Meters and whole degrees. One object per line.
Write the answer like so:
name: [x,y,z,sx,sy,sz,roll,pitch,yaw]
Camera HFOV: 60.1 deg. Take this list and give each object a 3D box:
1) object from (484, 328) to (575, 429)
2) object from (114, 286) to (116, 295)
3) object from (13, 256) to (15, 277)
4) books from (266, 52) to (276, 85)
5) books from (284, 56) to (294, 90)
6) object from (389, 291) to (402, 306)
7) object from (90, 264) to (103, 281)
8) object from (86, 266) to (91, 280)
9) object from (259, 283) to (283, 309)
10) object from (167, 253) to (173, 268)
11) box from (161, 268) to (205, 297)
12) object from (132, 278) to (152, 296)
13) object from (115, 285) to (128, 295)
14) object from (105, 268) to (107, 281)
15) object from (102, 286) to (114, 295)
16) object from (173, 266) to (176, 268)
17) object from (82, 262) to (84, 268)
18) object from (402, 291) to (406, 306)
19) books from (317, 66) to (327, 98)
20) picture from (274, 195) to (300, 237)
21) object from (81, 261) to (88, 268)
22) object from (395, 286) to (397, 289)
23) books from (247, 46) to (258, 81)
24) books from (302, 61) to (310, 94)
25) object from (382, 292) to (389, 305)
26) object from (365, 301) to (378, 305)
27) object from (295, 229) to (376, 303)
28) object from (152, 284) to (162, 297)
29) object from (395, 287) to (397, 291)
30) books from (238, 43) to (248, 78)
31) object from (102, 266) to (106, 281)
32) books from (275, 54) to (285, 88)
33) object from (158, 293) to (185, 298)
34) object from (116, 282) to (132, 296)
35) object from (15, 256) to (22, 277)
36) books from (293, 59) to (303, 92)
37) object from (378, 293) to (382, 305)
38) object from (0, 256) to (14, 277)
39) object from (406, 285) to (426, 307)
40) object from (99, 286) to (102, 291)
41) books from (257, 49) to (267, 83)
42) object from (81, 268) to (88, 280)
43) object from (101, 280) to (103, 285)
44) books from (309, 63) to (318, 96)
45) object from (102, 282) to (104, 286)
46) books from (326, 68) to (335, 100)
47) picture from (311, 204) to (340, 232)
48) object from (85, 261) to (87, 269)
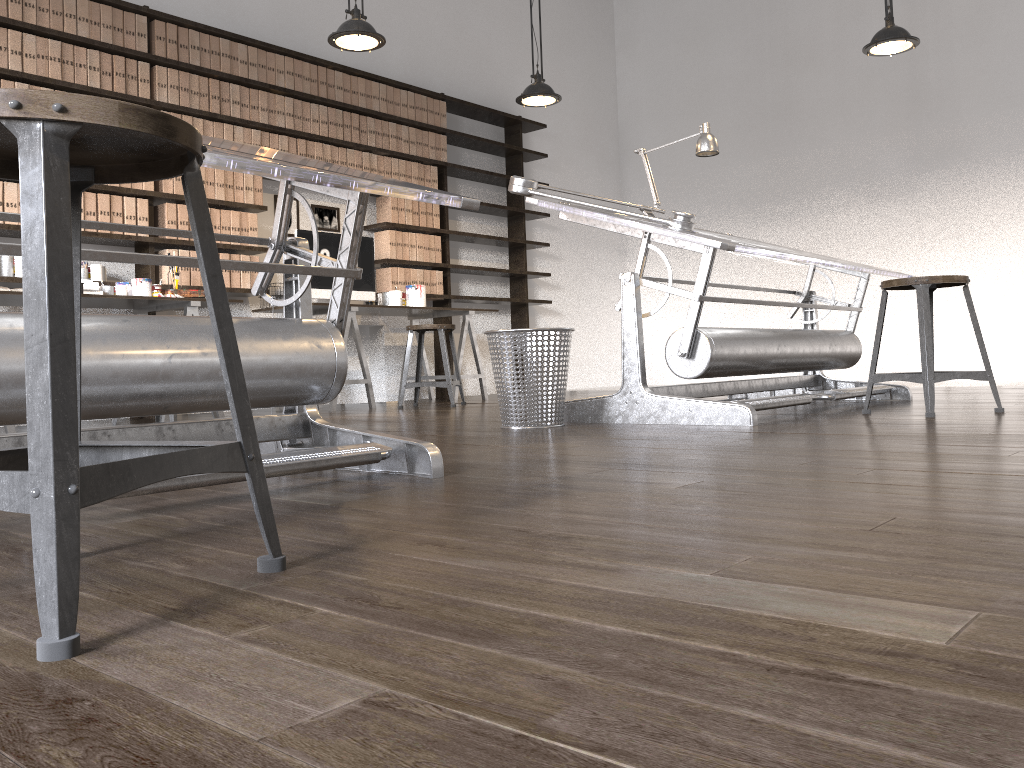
object: [0.074,-0.021,3.441,0.353,0.378,0.352,-2,-1,-27]
object: [-2.208,-0.495,4.944,0.044,0.101,0.045,-3,-2,41]
object: [-2.644,-0.617,4.728,0.044,0.128,0.045,-3,-2,41]
books: [-1.671,-2.099,5.960,0.174,0.226,0.067,-3,-2,41]
books: [-1.572,-2.105,6.063,0.174,0.226,0.067,-3,-2,41]
object: [-0.827,-0.588,6.301,0.094,0.145,0.094,-2,-1,-23]
object: [-2.336,-0.622,4.979,0.062,0.096,0.062,-2,-1,-17]
object: [-2.406,-0.621,5.058,0.045,0.102,0.044,-3,-2,32]
object: [-1.483,-0.566,5.765,0.203,0.161,0.284,-2,0,33]
object: [-1.962,-0.651,5.122,0.055,0.214,0.007,0,-2,-42]
box: [-1.918,-0.567,5.146,0.137,0.207,0.212,-3,-1,41]
object: [-2.079,-0.519,4.978,0.105,0.142,0.104,-1,-1,-41]
object: [-2.161,-0.496,4.903,0.062,0.094,0.062,-2,-1,1]
object: [-2.373,-0.623,5.111,0.062,0.096,0.062,-2,-1,-17]
object: [-2.230,-0.493,4.890,0.062,0.093,0.063,-2,-1,-8]
object: [-1.950,-0.626,5.123,0.008,0.153,0.037,-2,-2,0]
object: [-2.416,-0.631,4.980,0.035,0.104,0.004,-3,-2,39]
object: [-0.799,-0.592,6.392,0.068,0.155,0.068,-2,-1,17]
books: [-1.392,-2.115,6.272,0.174,0.226,0.067,-3,-2,41]
picture: [-1.588,-1.179,6.237,0.022,0.285,0.201,-4,-2,40]
object: [-2.476,-0.632,5.065,0.095,0.130,0.094,-2,-1,28]
object: [-0.837,-0.622,6.496,0.045,0.205,0.007,-3,-2,22]
books: [-1.758,-2.094,5.851,0.174,0.226,0.067,-3,-2,41]
books: [-1.486,-2.110,6.168,0.174,0.226,0.067,-3,-2,41]
object: [-0.888,-0.588,6.390,0.097,0.143,0.095,-1,-1,-32]
object: [-1.003,-0.580,6.336,0.091,0.142,0.096,-2,-1,20]
object: [-1.208,-0.757,6.002,0.204,0.519,0.643,-3,-1,41]
object: [-2.006,-0.508,5.002,0.049,0.112,0.049,-3,-2,44]
object: [-0.828,-0.623,6.485,0.055,0.180,0.007,-3,-2,23]
books: [-1.807,-2.091,5.797,0.174,0.226,0.067,-3,-2,41]
object: [-2.350,-0.623,5.045,0.063,0.095,0.062,-2,-1,-17]
books: [-1.622,-2.102,6.011,0.174,0.226,0.067,-3,-2,41]
object: [-1.880,-0.479,4.917,0.132,0.050,0.197,-2,1,12]
object: [-2.191,-0.510,5.012,0.094,0.128,0.095,-3,-1,37]
object: [-2.597,-0.617,4.687,0.062,0.119,0.062,-2,-1,1]
books: [-1.524,-2.107,6.118,0.174,0.226,0.067,-3,-2,41]
object: [-0.934,-0.588,6.481,0.094,0.145,0.094,-1,-1,-32]
object: [-2.666,-0.614,4.674,0.062,0.118,0.063,-2,-1,-8]
object: [-0.695,-0.615,6.410,0.145,0.196,0.144,-2,-1,13]
object: [-2.297,-0.491,4.887,0.062,0.094,0.062,-2,-1,-8]
books: [-1.715,-2.097,5.906,0.174,0.226,0.067,-3,-2,41]
object: [-2.421,-0.609,4.997,0.054,0.081,0.054,-3,-1,31]
object: [-2.280,-0.512,4.950,0.029,0.134,0.004,0,-3,-44]
books: [-1.445,-2.112,6.219,0.174,0.226,0.067,-3,-2,41]
object: [-2.271,-0.513,4.952,0.036,0.118,0.005,0,-2,-43]
books: [-1.347,-2.118,6.332,0.174,0.226,0.067,-3,-2,41]
picture: [-1.369,-1.212,6.490,0.023,0.184,0.251,-4,-1,41]
object: [-2.401,-0.640,4.988,0.029,0.135,0.004,-3,-2,36]
